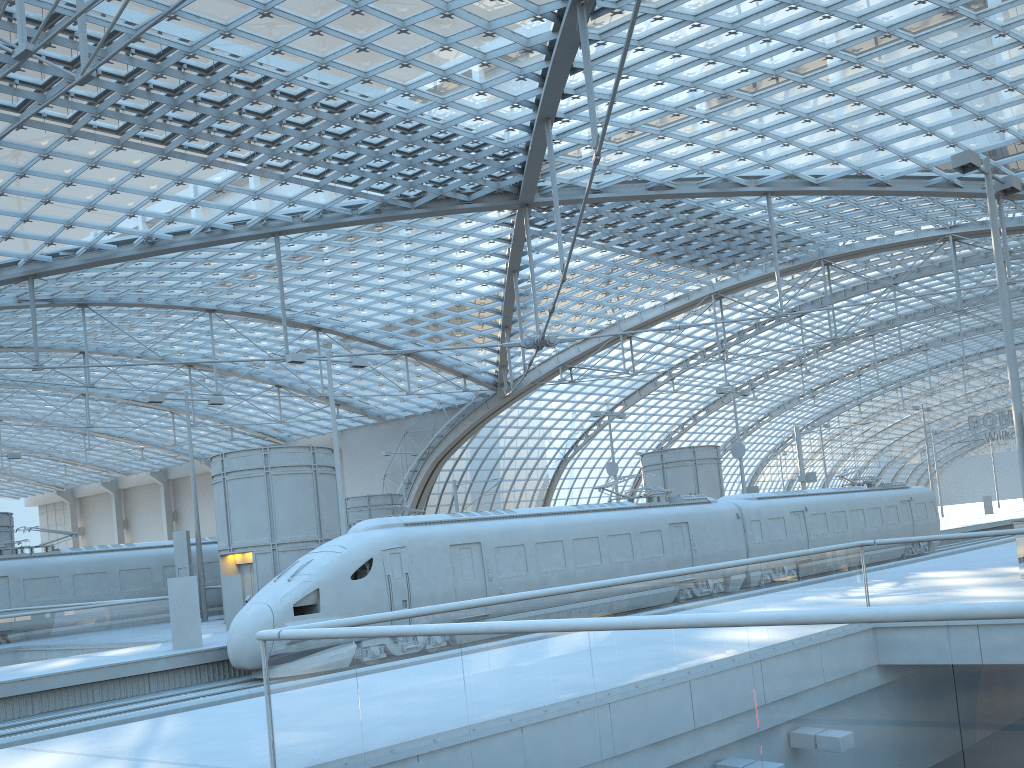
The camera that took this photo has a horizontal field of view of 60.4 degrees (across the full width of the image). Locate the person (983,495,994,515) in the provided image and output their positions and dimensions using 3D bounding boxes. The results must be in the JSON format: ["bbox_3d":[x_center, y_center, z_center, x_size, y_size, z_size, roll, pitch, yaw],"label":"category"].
[{"bbox_3d":[39.981,10.186,73.775,0.001,1.603,0.719,-4,-4,-39],"label":"person"}]

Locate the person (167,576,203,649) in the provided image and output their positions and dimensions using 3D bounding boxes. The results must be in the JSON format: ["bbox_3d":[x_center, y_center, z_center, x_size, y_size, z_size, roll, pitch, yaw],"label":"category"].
[{"bbox_3d":[-7.620,5.352,20.494,0.880,1.696,0.001,-7,-3,20],"label":"person"}]

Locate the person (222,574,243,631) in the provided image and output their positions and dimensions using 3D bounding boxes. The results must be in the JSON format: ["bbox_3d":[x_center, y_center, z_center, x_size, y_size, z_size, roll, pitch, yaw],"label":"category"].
[{"bbox_3d":[-7.918,6.241,25.016,0.715,1.603,0.001,-8,-3,25],"label":"person"}]
